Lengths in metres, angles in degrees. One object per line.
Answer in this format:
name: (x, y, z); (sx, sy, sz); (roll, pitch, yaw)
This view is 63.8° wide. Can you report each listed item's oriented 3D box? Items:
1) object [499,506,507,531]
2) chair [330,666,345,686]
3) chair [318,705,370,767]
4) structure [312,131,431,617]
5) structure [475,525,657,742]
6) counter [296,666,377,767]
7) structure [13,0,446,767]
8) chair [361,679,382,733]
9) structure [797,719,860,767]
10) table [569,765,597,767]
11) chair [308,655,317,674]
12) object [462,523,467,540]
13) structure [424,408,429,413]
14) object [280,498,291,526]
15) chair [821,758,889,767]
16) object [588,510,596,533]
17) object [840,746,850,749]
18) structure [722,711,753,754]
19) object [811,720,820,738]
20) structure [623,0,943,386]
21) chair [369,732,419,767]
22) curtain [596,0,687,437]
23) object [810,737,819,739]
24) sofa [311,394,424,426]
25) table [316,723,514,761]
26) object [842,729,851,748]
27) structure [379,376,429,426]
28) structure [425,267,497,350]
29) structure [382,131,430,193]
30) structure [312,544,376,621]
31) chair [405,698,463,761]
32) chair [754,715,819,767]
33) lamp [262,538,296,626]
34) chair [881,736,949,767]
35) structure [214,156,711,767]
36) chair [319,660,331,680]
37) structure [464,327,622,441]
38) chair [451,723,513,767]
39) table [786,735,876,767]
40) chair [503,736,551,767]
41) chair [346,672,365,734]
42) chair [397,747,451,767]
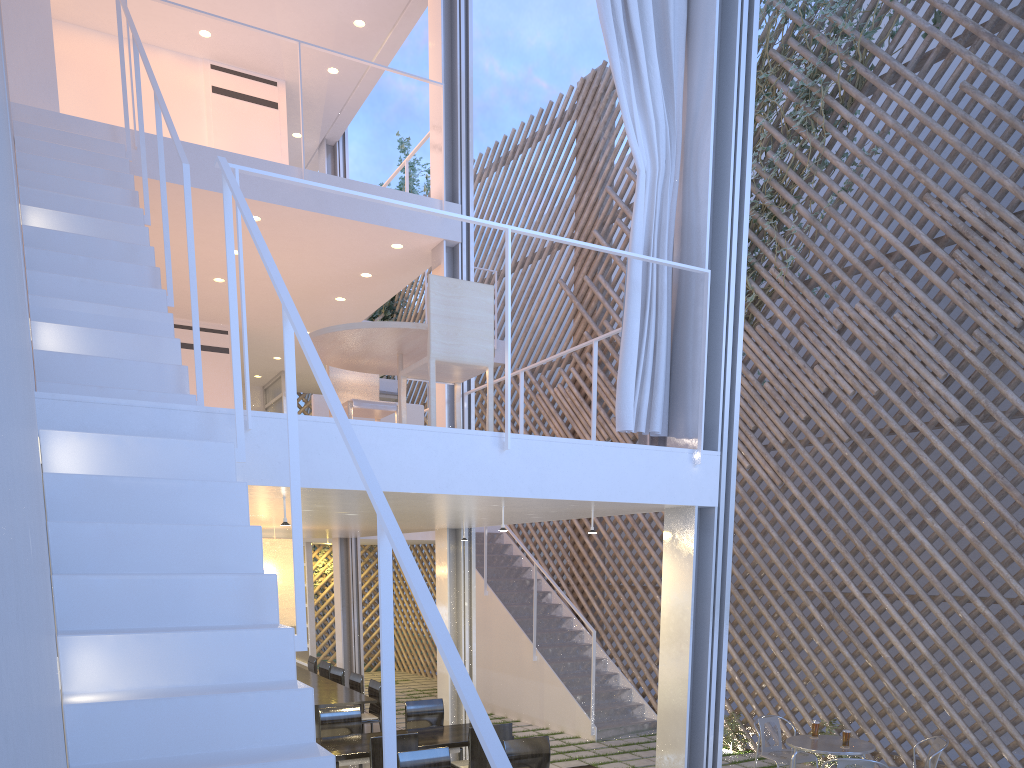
object: (-0.028, 0.421, 2.576); (0.029, 0.081, 0.028); (-2, 7, -17)
chair: (-1.182, 1.973, 5.107); (0.238, 0.447, 0.186); (-3, 7, -33)
chair: (-0.724, 1.657, 3.656); (0.190, 0.447, 0.233); (-3, 6, -29)
structure: (-1.616, 0.325, 8.510); (1.101, 4.602, 3.267); (-5, 5, -31)
structure: (-0.104, 1.334, 5.546); (1.172, 1.991, 1.954); (-3, 1, -35)
counter: (-1.643, 1.989, 5.094); (0.816, 0.373, 2.539); (5, -12, -28)
structure: (-0.211, -0.111, 2.050); (1.716, 3.356, 3.649); (-3, -1, -29)
chair: (-0.853, 1.846, 4.522); (0.238, 0.447, 0.185); (-2, 7, -27)
structure: (1.595, 1.835, 4.149); (0.294, 0.328, 0.315); (0, -1, -43)
table: (-0.030, 1.497, 2.709); (0.918, 0.333, 0.351); (5, -4, -28)
chair: (-1.487, 2.103, 5.704); (0.239, 0.447, 0.185); (-2, 7, -26)
object: (-0.208, 0.644, 3.596); (0.029, 0.081, 0.028); (-2, 7, -17)
structure: (-0.712, 0.520, 4.964); (0.027, 0.556, 1.715); (-5, -6, -30)
object: (-0.624, 0.350, 2.258); (0.029, 0.081, 0.028); (-2, 7, -17)
chair: (1.284, 1.568, 3.115); (0.262, 0.387, 0.242); (1, 3, 16)
object: (-0.905, 0.917, 3.156); (1.675, 0.822, 1.855); (5, -10, -30)
object: (0.073, 1.136, 2.702); (2.871, 0.407, 0.036); (6, 6, -25)
structure: (1.268, 1.990, 4.709); (0.266, 0.264, 0.261); (1, -1, -21)
object: (1.295, 1.474, 3.512); (0.031, 0.078, 0.030); (2, 7, 16)
structure: (1.368, -0.963, 4.313); (0.728, 2.770, 2.344); (-6, 4, -38)
chair: (-0.500, 1.568, 3.249); (0.190, 0.447, 0.233); (-3, 6, -29)
curtain: (0.279, -1.078, 2.253); (0.508, 2.469, 0.094); (-5, 11, -30)
object: (0.034, 1.144, 2.813); (2.908, 0.440, 0.059); (6, 5, -27)
sofa: (-0.840, 0.345, 3.968); (0.500, 0.369, 0.991); (2, -9, -28)
table: (-0.477, 1.674, 3.520); (0.918, 0.333, 0.351); (5, -4, -28)
object: (1.351, 1.434, 3.327); (0.031, 0.078, 0.030); (2, 7, 16)
structure: (-0.952, 0.291, 7.077); (0.528, 1.920, 1.243); (-6, 6, -35)
structure: (-0.619, -0.609, 5.901); (1.141, 0.576, 0.026); (4, 7, -28)
structure: (-0.708, -0.870, 4.727); (0.027, 0.556, 1.715); (-5, -6, -30)
structure: (-1.679, 1.806, 7.812); (1.137, 2.037, 0.282); (-2, 9, -27)
chair: (-0.364, 1.700, 3.848); (0.190, 0.447, 0.233); (-3, 6, -29)
chair: (1.232, 1.707, 3.749); (0.261, 0.387, 0.243); (-1, 4, -28)
lamp: (-1.779, 1.157, 4.878); (0.447, 0.423, 2.325); (1, -11, -29)
chair: (1.642, 1.631, 3.399); (0.249, 0.386, 0.256); (1, 3, 12)
structure: (0.301, 0.375, 1.598); (1.360, 1.818, 1.428); (-1, 2, -29)
chair: (-1.328, 2.039, 5.409); (0.238, 0.447, 0.186); (-3, 7, -31)
structure: (0.172, 0.172, 3.361); (0.027, 0.556, 1.712); (-5, -6, -30)
chair: (-0.139, 1.612, 3.441); (0.190, 0.447, 0.233); (-3, 6, -29)
table: (1.321, 1.662, 3.448); (0.348, 0.338, 0.346); (-1, -2, 24)
chair: (0.107, 1.514, 2.994); (0.190, 0.447, 0.233); (-3, 6, -29)
chair: (-1.011, 1.911, 4.818); (0.238, 0.447, 0.186); (-3, 7, -30)
chair: (-0.253, 1.471, 2.801); (0.190, 0.447, 0.233); (-3, 6, -29)
